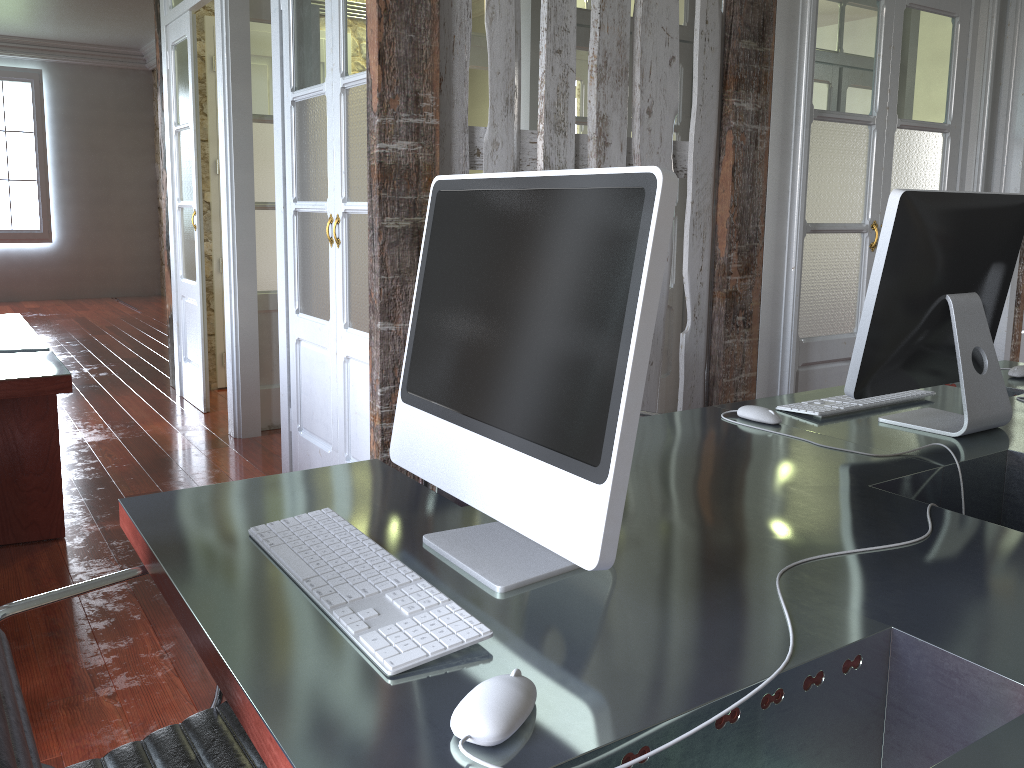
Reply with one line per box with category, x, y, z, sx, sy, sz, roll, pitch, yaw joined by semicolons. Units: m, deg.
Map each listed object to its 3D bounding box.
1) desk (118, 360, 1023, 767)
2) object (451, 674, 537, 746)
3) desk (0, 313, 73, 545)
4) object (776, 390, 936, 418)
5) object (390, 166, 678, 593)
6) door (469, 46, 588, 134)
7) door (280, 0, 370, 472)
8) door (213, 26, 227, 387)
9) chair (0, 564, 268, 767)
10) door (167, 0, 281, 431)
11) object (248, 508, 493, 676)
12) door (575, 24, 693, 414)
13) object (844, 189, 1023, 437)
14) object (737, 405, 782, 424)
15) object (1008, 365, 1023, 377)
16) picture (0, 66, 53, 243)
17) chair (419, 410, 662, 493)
desk;0.809;0.519;1.527;2.513;0.722;1.309;-7;13;-33
object;-0.012;0.276;0.769;0.059;0.028;0.107;6;12;25
desk;-2.406;0.213;3.028;1.449;0.648;1.724;-6;13;-33
object;0.803;0.038;2.053;0.440;0.017;0.119;-7;13;-33
object;0.016;-0.021;1.112;0.190;0.481;0.487;-5;11;-33
door;0.070;-0.953;5.433;1.079;2.069;0.041;-5;10;-33
door;-0.629;-0.572;3.229;0.041;2.162;1.064;-5;10;-33
door;-1.469;-1.114;5.732;0.870;2.201;0.146;-5;10;-33
chair;-0.368;0.459;1.025;0.700;1.015;0.670;-4;11;-29
door;-1.612;-0.893;4.778;1.190;2.165;0.485;6;10;30
object;-0.187;0.225;1.044;0.119;0.017;0.442;-7;13;-33
door;0.550;-0.807;4.736;1.079;2.069;0.041;-5;10;-33
object;0.908;-0.151;1.822;0.485;0.481;0.191;-6;11;-33
object;0.526;0.063;1.879;0.059;0.028;0.107;-7;13;-34
object;1.399;-0.036;2.424;0.106;0.028;0.059;-7;13;-34
picture;-6.073;-2.566;9.890;1.583;1.972;0.128;-5;10;-33
chair;0.121;0.268;2.016;0.667;1.015;0.703;-7;12;-39
